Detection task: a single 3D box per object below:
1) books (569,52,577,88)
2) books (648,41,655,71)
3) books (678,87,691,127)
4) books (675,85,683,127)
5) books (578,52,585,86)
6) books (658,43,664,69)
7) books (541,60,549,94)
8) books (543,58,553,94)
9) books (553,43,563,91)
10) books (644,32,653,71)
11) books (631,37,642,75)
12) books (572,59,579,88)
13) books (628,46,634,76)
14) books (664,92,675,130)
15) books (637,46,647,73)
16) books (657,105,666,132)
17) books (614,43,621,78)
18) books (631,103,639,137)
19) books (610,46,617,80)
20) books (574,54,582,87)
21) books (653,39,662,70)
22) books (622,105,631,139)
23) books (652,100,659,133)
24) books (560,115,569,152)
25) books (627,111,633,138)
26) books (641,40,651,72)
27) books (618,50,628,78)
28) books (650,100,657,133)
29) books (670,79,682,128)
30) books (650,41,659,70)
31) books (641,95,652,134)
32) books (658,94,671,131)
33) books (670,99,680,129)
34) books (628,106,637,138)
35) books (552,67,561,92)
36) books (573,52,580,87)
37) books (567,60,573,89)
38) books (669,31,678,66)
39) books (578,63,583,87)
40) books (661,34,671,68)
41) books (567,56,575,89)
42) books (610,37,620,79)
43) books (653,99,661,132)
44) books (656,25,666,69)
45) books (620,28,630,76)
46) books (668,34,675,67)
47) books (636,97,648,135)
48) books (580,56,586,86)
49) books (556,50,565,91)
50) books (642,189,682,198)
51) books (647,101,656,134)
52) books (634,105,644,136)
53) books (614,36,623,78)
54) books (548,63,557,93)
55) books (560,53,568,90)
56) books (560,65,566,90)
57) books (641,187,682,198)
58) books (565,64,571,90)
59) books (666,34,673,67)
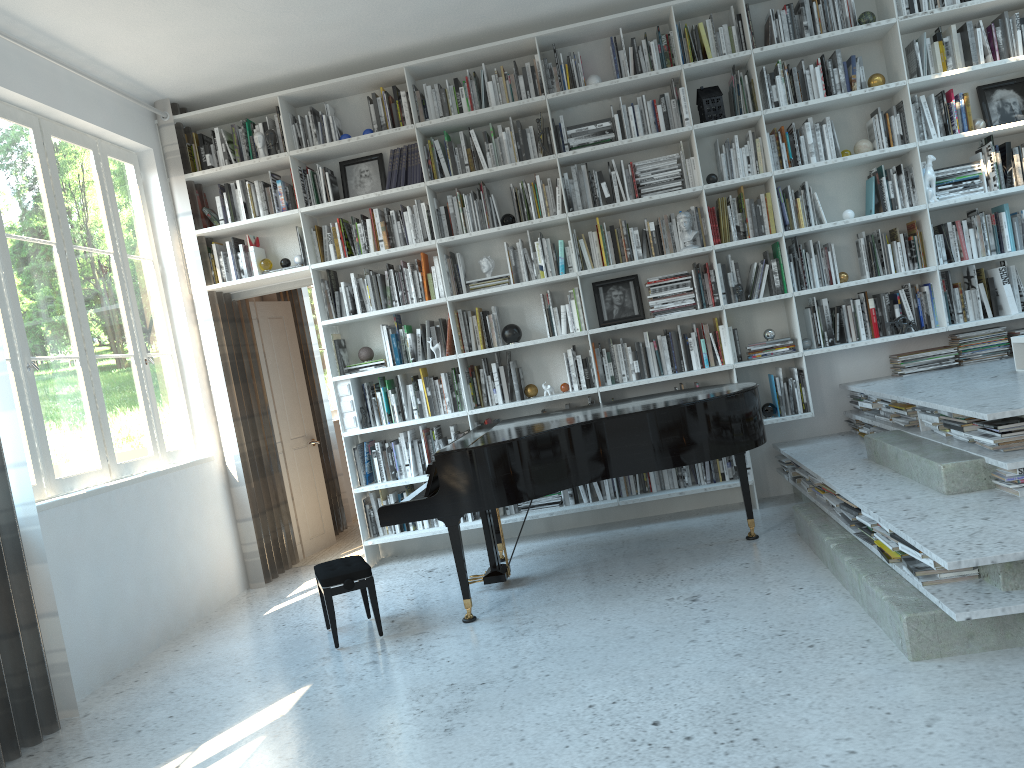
[{"bbox_3d":[0.393,-1.954,5.638,0.013,0.264,0.146,-10,2,7],"label":"books"},{"bbox_3d":[0.873,-2.015,5.567,0.012,0.217,0.179,-10,2,7],"label":"books"},{"bbox_3d":[1.067,-1.686,5.506,0.037,0.237,0.272,-10,2,7],"label":"books"},{"bbox_3d":[1.049,-1.716,5.588,0.010,0.299,0.133,-10,2,7],"label":"books"},{"bbox_3d":[0.447,-1.959,5.627,0.011,0.256,0.143,-10,2,7],"label":"books"},{"bbox_3d":[0.938,-2.021,5.580,0.014,0.204,0.134,-10,2,7],"label":"books"},{"bbox_3d":[0.222,-1.918,5.668,0.012,0.254,0.160,-10,2,7],"label":"books"},{"bbox_3d":[0.239,-1.920,5.646,0.026,0.253,0.185,-10,2,7],"label":"books"},{"bbox_3d":[0.300,-1.976,5.655,0.014,0.341,0.145,-10,2,7],"label":"books"},{"bbox_3d":[0.856,-2.039,5.557,0.010,0.270,0.179,-10,2,7],"label":"books"},{"bbox_3d":[0.786,-2.027,5.596,0.028,0.270,0.140,-10,2,7],"label":"books"},{"bbox_3d":[0.410,-1.934,5.633,0.016,0.219,0.144,-10,2,7],"label":"books"},{"bbox_3d":[0.751,-1.990,5.584,0.050,0.211,0.172,-10,2,7],"label":"books"},{"bbox_3d":[0.991,-1.686,5.585,0.029,0.261,0.133,-10,2,7],"label":"books"},{"bbox_3d":[0.820,-1.998,5.574,0.033,0.203,0.166,-10,2,7],"label":"books"},{"bbox_3d":[0.937,-1.639,5.579,0.029,0.188,0.175,-10,2,7],"label":"books"},{"bbox_3d":[0.668,-2.004,5.607,0.011,0.267,0.129,-10,2,7],"label":"books"},{"bbox_3d":[0.781,-1.640,5.615,0.012,0.244,0.131,-10,2,7],"label":"books"},{"bbox_3d":[0.646,-1.990,5.612,0.012,0.245,0.151,-10,2,7],"label":"books"},{"bbox_3d":[0.428,-1.953,5.647,0.013,0.250,0.148,-10,2,7],"label":"books"},{"bbox_3d":[0.916,-2.032,5.588,0.026,0.234,0.137,-10,2,7],"label":"books"},{"bbox_3d":[0.727,-1.627,5.612,0.021,0.237,0.171,-10,2,7],"label":"books"},{"bbox_3d":[0.904,-1.655,5.592,0.010,0.230,0.152,-10,2,7],"label":"books"},{"bbox_3d":[0.340,-1.563,5.648,0.021,0.249,0.191,-10,2,7],"label":"books"},{"bbox_3d":[0.747,-1.614,5.623,0.011,0.204,0.133,-10,2,7],"label":"books"},{"bbox_3d":[0.845,-2.020,5.574,0.023,0.236,0.154,-10,2,7],"label":"books"},{"bbox_3d":[0.705,-1.981,5.608,0.031,0.208,0.146,-10,2,7],"label":"books"},{"bbox_3d":[0.894,-1.658,5.606,0.011,0.239,0.139,-10,2,7],"label":"books"},{"bbox_3d":[1.032,-1.730,5.572,0.012,0.334,0.155,-10,2,7],"label":"books"},{"bbox_3d":[0.890,-2.010,5.548,0.023,0.202,0.193,-10,2,7],"label":"books"},{"bbox_3d":[0.850,-1.665,5.595,0.023,0.269,0.184,-10,2,7],"label":"books"},{"bbox_3d":[0.961,-1.674,5.573,0.032,0.248,0.173,-10,2,7],"label":"books"},{"bbox_3d":[1.023,-1.662,5.568,0.029,0.202,0.191,-10,2,7],"label":"books"},{"bbox_3d":[0.763,-1.622,5.606,0.027,0.216,0.190,-10,2,7],"label":"books"},{"bbox_3d":[0.292,-1.900,5.647,0.026,0.194,0.166,-10,2,7],"label":"books"},{"bbox_3d":[0.417,-1.953,5.629,0.005,0.255,0.168,-10,2,7],"label":"books"},{"bbox_3d":[0.375,-1.935,5.661,0.006,0.233,0.135,-10,2,7],"label":"books"},{"bbox_3d":[1.016,-2.062,5.562,0.022,0.257,0.136,-10,2,7],"label":"books"},{"bbox_3d":[0.444,-1.923,5.636,0.010,0.187,0.152,-10,2,7],"label":"books"},{"bbox_3d":[0.965,-2.045,5.561,0.028,0.244,0.161,-10,2,7],"label":"books"},{"bbox_3d":[0.382,-1.944,5.646,0.014,0.248,0.139,-10,2,7],"label":"books"},{"bbox_3d":[0.652,-2.014,5.592,0.014,0.292,0.176,-10,2,7],"label":"books"},{"bbox_3d":[0.914,-1.656,5.585,0.012,0.230,0.158,-10,2,7],"label":"books"},{"bbox_3d":[0.940,-2.074,5.570,0.012,0.308,0.138,-10,2,7],"label":"books"},{"bbox_3d":[0.711,-2.044,5.580,0.010,0.331,0.186,-10,2,7],"label":"books"},{"bbox_3d":[0.999,-2.049,5.558,0.014,0.239,0.153,-10,2,7],"label":"books"},{"bbox_3d":[0.827,-1.663,5.618,0.029,0.273,0.140,-10,2,7],"label":"books"},{"bbox_3d":[0.458,-1.951,5.646,0.004,0.236,0.137,-10,2,7],"label":"books"},{"bbox_3d":[0.315,-1.956,5.648,0.010,0.296,0.153,-10,2,7],"label":"books"},{"bbox_3d":[0.949,-1.192,5.617,0.254,0.012,0.160,-10,2,3],"label":"books"},{"bbox_3d":[0.876,-1.645,5.584,0.023,0.223,0.190,-10,2,7],"label":"books"},{"bbox_3d":[0.801,-1.631,5.604,0.028,0.219,0.183,-10,2,7],"label":"books"},{"bbox_3d":[0.675,-2.020,5.597,0.011,0.296,0.157,-10,2,7],"label":"books"},{"bbox_3d":[0.267,-1.913,5.662,0.023,0.228,0.156,-10,2,7],"label":"books"},{"bbox_3d":[0.337,-1.943,5.632,0.011,0.265,0.163,-10,2,7],"label":"books"},{"bbox_3d":[0.335,-1.914,5.661,0.011,0.205,0.145,-10,2,7],"label":"books"},{"bbox_3d":[0.947,-1.204,5.619,0.254,0.012,0.160,-10,2,10],"label":"books"},{"bbox_3d":[0.362,-1.913,5.644,0.023,0.195,0.172,-10,2,7],"label":"books"},{"bbox_3d":[0.986,-2.050,5.568,0.014,0.244,0.145,-10,2,7],"label":"books"}]
